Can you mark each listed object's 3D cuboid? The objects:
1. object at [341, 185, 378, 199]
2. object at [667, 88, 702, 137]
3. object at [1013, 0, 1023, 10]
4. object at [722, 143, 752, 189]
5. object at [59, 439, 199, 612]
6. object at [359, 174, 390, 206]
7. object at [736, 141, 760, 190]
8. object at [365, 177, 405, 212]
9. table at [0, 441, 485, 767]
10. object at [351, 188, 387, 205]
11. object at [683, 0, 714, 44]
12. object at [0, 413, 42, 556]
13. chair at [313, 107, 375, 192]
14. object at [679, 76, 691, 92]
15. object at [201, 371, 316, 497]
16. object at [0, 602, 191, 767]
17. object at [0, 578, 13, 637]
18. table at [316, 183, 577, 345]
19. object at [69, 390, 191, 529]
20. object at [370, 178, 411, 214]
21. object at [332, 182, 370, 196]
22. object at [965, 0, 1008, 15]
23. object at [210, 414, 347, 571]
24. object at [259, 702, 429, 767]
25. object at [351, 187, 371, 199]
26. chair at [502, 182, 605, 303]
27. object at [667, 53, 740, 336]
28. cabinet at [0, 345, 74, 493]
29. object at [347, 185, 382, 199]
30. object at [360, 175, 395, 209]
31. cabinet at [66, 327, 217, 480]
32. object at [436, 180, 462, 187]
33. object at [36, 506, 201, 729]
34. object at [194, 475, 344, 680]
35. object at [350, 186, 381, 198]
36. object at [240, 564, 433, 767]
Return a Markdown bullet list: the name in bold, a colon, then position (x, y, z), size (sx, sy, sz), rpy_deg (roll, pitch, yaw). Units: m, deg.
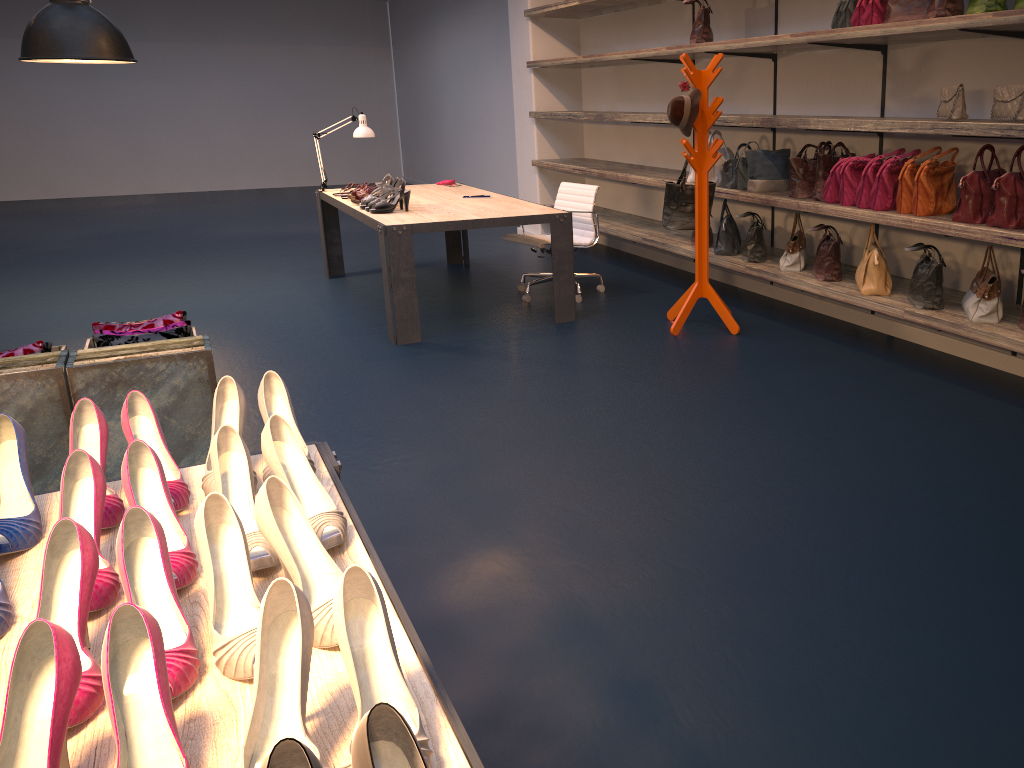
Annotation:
- **object**: position (-1.175, -1.483, 6.688), size (0.298, 0.089, 0.213), rpy_deg (-7, 19, -20)
- **object**: position (1.036, -1.653, 5.292), size (0.193, 0.286, 0.261), rpy_deg (-7, 17, -15)
- **object**: position (2.330, -1.825, 3.855), size (0.210, 0.333, 0.394), rpy_deg (2, 17, 15)
- **object**: position (1.603, -1.504, 5.984), size (0.358, 0.304, 0.149), rpy_deg (-7, 16, -17)
- **object**: position (-0.606, 0.213, 1.331), size (0.215, 0.192, 0.230), rpy_deg (-9, 18, -23)
- **object**: position (-0.950, -1.365, 6.119), size (0.303, 0.220, 0.111), rpy_deg (-13, 19, -33)
- **object**: position (1.610, -1.469, 5.855), size (0.249, 0.324, 0.104), rpy_deg (-8, 16, -20)
- **object**: position (-0.860, -1.281, 5.862), size (0.299, 0.220, 0.112), rpy_deg (-9, 17, -24)
- **table**: position (-0.531, 0.917, 0.650), size (1.320, 0.728, 2.410), rpy_deg (-8, 19, -22)
- **object**: position (-1.021, -1.343, 6.217), size (0.274, 0.115, 0.096), rpy_deg (-8, 17, -21)
- **object**: position (1.339, -2.597, 6.233), size (0.210, 0.333, 0.394), rpy_deg (2, 17, 15)
- **object**: position (-0.909, 0.176, 1.450), size (0.212, 0.192, 0.234), rpy_deg (-6, 17, -15)
- **chair**: position (-1.355, -1.842, 6.984), size (0.540, 0.734, 0.173), rpy_deg (1, 16, 11)
- **object**: position (1.078, -1.881, 5.424), size (0.084, 0.111, 0.061), rpy_deg (-16, 21, -41)
- **object**: position (-0.499, 0.097, 1.686), size (0.213, 0.192, 0.233), rpy_deg (-7, 18, -17)
- **object**: position (-0.434, 0.362, 0.874), size (0.212, 0.192, 0.234), rpy_deg (-6, 17, -15)
- **object**: position (-0.822, 0.258, 1.199), size (0.215, 0.192, 0.230), rpy_deg (-9, 18, -23)
- **table**: position (-0.603, -1.033, 6.617), size (1.320, 0.728, 2.410), rpy_deg (-8, 19, -22)
- **object**: position (-0.710, 0.135, 1.571), size (0.216, 0.192, 0.228), rpy_deg (-10, 19, -25)
- **object**: position (-0.808, -1.245, 5.751), size (0.300, 0.220, 0.112), rpy_deg (-9, 17, -25)
- **object**: position (-1.275, -1.545, 6.881), size (0.298, 0.089, 0.203), rpy_deg (-9, 19, -24)
- **object**: position (2.232, -1.890, 4.083), size (0.190, 0.317, 0.397), rpy_deg (3, 17, 17)
- **object**: position (-0.399, 0.175, 1.445), size (0.218, 0.192, 0.226), rpy_deg (-12, 20, -31)
- **object**: position (-0.113, 0.412, 0.716), size (0.217, 0.192, 0.228), rpy_deg (-10, 19, -27)
- **object**: position (-1.048, -1.377, 6.322), size (0.279, 0.115, 0.094), rpy_deg (-12, 19, -32)
- **chair**: position (0.314, -1.087, 6.622), size (0.644, 0.824, 0.731), rpy_deg (14, 22, 43)
- **object**: position (1.207, -1.194, 5.523), size (0.444, 1.703, 0.452), rpy_deg (-2, 15, 3)
- **cabinet**: position (-1.909, 0.160, 3.295), size (0.504, 0.540, 0.528), rpy_deg (-9, 18, -23)
- **object**: position (-1.112, -1.443, 6.524), size (0.279, 0.115, 0.094), rpy_deg (-11, 19, -30)
- **object**: position (-0.921, -1.324, 5.992), size (0.304, 0.220, 0.111), rpy_deg (-13, 19, -34)
- **cabinet**: position (-2.562, 0.166, 3.284), size (2.910, 0.539, 0.727), rpy_deg (-5, 17, -13)
- **object**: position (-0.549, -1.763, 7.604), size (0.170, 0.050, 0.288), rpy_deg (-10, 20, -26)
- **object**: position (-0.517, 0.288, 1.100), size (0.214, 0.192, 0.232), rpy_deg (-7, 18, -18)
- **object**: position (-0.327, 0.256, 1.198), size (0.219, 0.192, 0.225), rpy_deg (-14, 21, -36)
- **object**: position (-1.065, -1.410, 6.425), size (0.271, 0.115, 0.097), rpy_deg (-6, 17, -17)
- **object**: position (-0.201, 0.336, 0.950), size (0.212, 0.192, 0.234), rpy_deg (-6, 17, -14)
